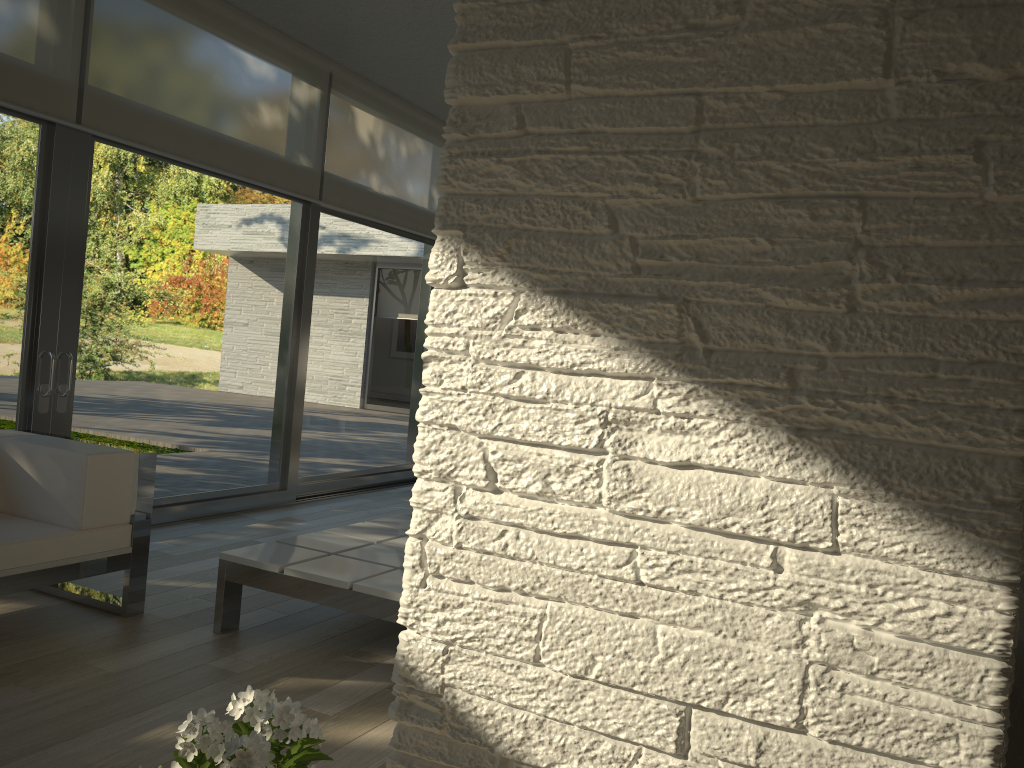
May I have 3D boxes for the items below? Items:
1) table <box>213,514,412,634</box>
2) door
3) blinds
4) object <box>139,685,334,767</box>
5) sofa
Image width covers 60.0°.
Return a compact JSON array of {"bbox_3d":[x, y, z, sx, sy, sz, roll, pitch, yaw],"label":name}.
[{"bbox_3d":[-0.306,0.852,3.634,1.221,0.305,1.220,6,2,26],"label":"table"},{"bbox_3d":[-0.701,-0.106,5.668,19.449,2.373,22.942,6,2,26],"label":"door"},{"bbox_3d":[-2.107,-1.741,4.348,0.056,0.984,11.526,5,2,26],"label":"blinds"},{"bbox_3d":[-0.422,0.777,1.369,0.430,0.571,0.405,4,1,-42],"label":"object"},{"bbox_3d":[-2.030,0.559,2.461,1.546,0.654,2.403,6,2,26],"label":"sofa"}]
